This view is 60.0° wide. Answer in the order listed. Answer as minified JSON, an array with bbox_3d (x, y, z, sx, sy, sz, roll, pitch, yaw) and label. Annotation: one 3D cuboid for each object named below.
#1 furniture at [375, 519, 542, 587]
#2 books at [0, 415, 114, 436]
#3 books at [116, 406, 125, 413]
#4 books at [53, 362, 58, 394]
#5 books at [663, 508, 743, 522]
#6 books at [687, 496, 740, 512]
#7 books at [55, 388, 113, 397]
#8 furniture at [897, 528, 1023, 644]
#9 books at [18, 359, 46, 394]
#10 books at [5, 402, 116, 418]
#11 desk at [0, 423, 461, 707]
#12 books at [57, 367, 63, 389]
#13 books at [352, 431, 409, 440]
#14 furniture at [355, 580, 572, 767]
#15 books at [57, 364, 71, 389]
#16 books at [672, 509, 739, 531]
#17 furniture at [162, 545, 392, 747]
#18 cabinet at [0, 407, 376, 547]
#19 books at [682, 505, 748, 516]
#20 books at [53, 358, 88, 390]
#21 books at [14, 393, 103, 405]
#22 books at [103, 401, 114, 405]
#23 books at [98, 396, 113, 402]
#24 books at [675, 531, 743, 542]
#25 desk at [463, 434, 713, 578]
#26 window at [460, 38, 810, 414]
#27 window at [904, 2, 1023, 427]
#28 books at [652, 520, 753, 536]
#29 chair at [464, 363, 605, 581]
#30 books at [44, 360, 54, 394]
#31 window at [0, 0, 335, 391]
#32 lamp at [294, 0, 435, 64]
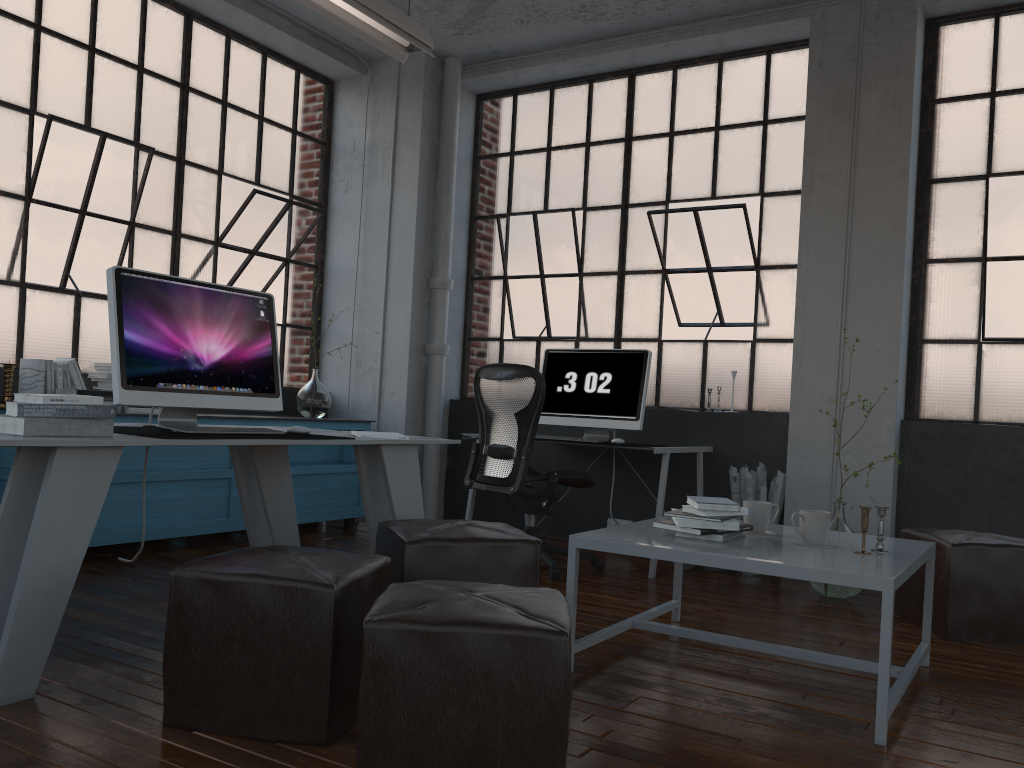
[{"bbox_3d":[-0.205,0.710,3.057,0.503,0.460,0.503,3,-1,-20],"label":"furniture"},{"bbox_3d":[-1.350,0.122,2.595,0.200,0.050,0.272,2,-2,31],"label":"books"},{"bbox_3d":[-2.091,0.119,4.389,0.191,0.032,0.259,2,-2,33],"label":"books"},{"bbox_3d":[-2.322,0.011,4.424,0.152,0.239,0.045,3,0,31],"label":"books"},{"bbox_3d":[0.658,0.441,3.015,0.199,0.014,0.275,2,-2,31],"label":"books"},{"bbox_3d":[0.674,0.402,2.982,0.141,0.026,0.202,3,-2,1],"label":"books"},{"bbox_3d":[-2.090,0.043,4.381,0.190,0.028,0.240,2,-2,33],"label":"books"},{"bbox_3d":[2.003,0.873,3.841,0.503,0.460,0.503,3,-1,-1],"label":"furniture"},{"bbox_3d":[-2.366,-0.004,4.367,0.172,0.239,0.032,3,0,31],"label":"books"},{"bbox_3d":[-1.321,0.076,2.594,0.257,0.044,0.193,4,-2,-38],"label":"books"},{"bbox_3d":[-1.241,0.523,3.336,1.074,0.704,2.079,2,-2,32],"label":"desk"},{"bbox_3d":[-2.312,0.028,4.448,0.160,0.224,0.046,3,0,31],"label":"books"},{"bbox_3d":[-0.559,0.216,3.742,0.205,0.019,0.243,4,-2,-19],"label":"books"},{"bbox_3d":[-0.100,0.699,2.049,0.471,0.431,0.471,3,-1,0],"label":"furniture"},{"bbox_3d":[-2.288,0.010,4.477,0.160,0.224,0.065,3,0,31],"label":"books"},{"bbox_3d":[0.650,0.459,3.008,0.200,0.031,0.272,3,-2,6],"label":"books"},{"bbox_3d":[-0.611,0.678,2.389,0.480,0.439,0.480,3,-1,10],"label":"furniture"},{"bbox_3d":[-1.782,0.540,5.099,0.626,0.733,2.265,3,-2,31],"label":"cabinet"},{"bbox_3d":[0.686,0.427,2.999,0.185,0.026,0.125,4,-2,-29],"label":"books"},{"bbox_3d":[-2.254,0.011,4.540,0.176,0.284,0.170,3,-1,31],"label":"books"},{"bbox_3d":[-1.331,0.044,2.604,0.153,0.030,0.185,2,-2,32],"label":"books"},{"bbox_3d":[-2.088,0.092,4.379,0.191,0.023,0.242,2,-2,29],"label":"books"},{"bbox_3d":[-2.090,0.069,4.390,0.211,0.023,0.259,2,-2,31],"label":"books"},{"bbox_3d":[0.674,0.507,3.029,0.171,0.028,0.218,2,-2,31],"label":"books"},{"bbox_3d":[0.435,0.680,5.297,1.226,0.688,0.934,2,-1,31],"label":"desk"},{"bbox_3d":[0.749,-0.971,5.962,2.589,2.390,0.670,2,-1,31],"label":"window"},{"bbox_3d":[3.372,-0.878,4.357,2.589,2.390,0.670,2,-1,31],"label":"window"},{"bbox_3d":[0.647,0.482,3.008,0.274,0.025,0.210,4,-2,-39],"label":"books"},{"bbox_3d":[0.090,0.448,4.825,0.770,1.085,0.793,3,-1,35],"label":"chair"},{"bbox_3d":[-2.335,-0.001,4.396,0.172,0.241,0.053,3,0,31],"label":"books"},{"bbox_3d":[-2.037,-1.140,5.413,0.669,2.390,2.593,3,-1,31],"label":"window"},{"bbox_3d":[-0.944,-1.771,3.649,0.202,0.205,1.879,3,-2,31],"label":"lamp"}]
